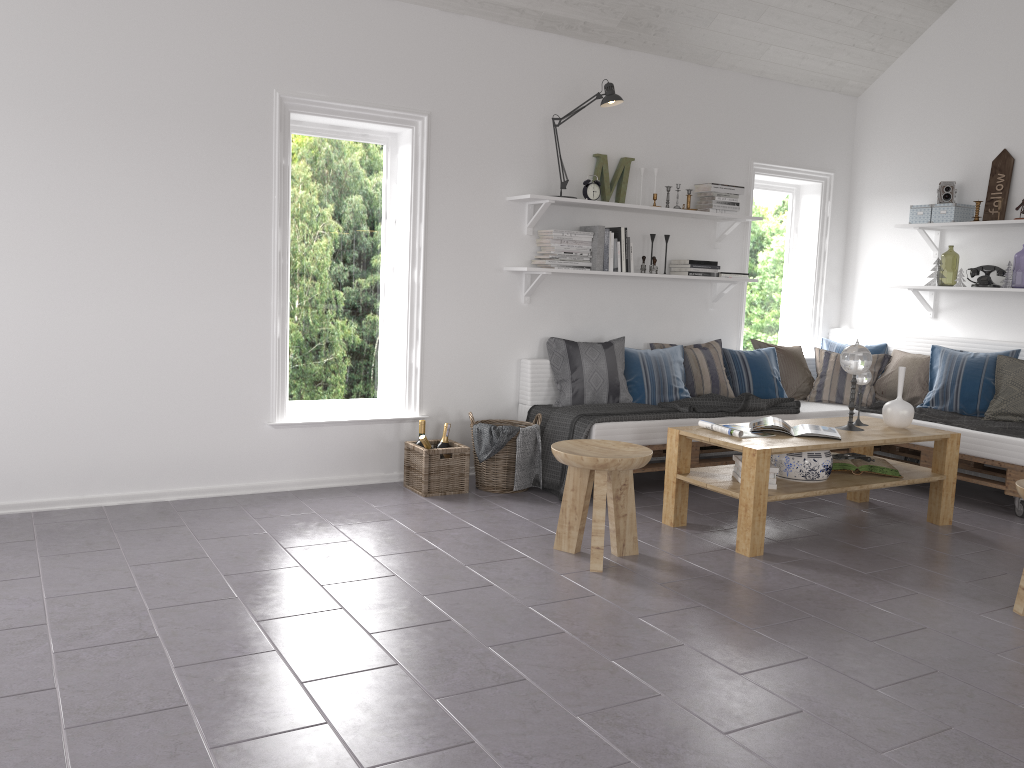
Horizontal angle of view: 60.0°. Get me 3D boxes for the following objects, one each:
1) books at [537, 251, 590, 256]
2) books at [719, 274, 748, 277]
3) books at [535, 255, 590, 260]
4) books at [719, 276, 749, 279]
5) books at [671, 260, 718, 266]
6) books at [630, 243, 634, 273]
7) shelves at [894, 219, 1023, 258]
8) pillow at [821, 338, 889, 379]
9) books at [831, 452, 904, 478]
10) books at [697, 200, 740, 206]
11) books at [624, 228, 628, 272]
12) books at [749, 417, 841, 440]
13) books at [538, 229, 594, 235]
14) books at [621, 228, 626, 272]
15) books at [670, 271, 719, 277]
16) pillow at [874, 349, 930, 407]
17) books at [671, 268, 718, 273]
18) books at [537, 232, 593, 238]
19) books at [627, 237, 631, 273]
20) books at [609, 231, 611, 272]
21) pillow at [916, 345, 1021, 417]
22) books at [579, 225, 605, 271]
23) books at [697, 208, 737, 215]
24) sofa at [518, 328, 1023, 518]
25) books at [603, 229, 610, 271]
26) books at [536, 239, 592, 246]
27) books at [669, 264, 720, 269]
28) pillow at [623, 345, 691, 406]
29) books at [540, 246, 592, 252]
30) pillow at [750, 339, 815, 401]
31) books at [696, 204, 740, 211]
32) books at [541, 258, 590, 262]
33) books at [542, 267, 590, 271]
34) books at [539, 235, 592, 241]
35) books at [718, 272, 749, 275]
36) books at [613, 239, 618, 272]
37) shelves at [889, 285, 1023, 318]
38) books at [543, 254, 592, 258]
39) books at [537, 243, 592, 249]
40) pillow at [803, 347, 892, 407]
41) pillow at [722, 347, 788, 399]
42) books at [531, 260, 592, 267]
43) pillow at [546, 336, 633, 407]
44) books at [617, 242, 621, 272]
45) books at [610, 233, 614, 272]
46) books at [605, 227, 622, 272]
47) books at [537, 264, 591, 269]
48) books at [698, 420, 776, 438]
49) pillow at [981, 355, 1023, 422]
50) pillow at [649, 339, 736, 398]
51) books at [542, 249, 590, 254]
[{"bbox_3d":[0.312,-0.791,5.374,0.285,0.012,0.159,-1,8,-30],"label":"books"},{"bbox_3d":[1.441,-0.735,6.002,0.248,0.014,0.187,-2,8,-32],"label":"books"},{"bbox_3d":[0.302,-0.766,5.390,0.288,0.016,0.182,-1,8,-30],"label":"books"},{"bbox_3d":[1.445,-0.722,6.005,0.253,0.014,0.187,-1,8,-30],"label":"books"},{"bbox_3d":[1.203,-0.800,5.856,0.239,0.028,0.190,-1,7,-28],"label":"books"},{"bbox_3d":[0.703,-0.790,5.554,0.045,0.185,0.152,-1,8,-30],"label":"books"},{"bbox_3d":[3.182,-0.880,5.369,0.269,0.212,1.820,-1,8,-30],"label":"shelves"},{"bbox_3d":[2.440,-0.098,6.372,0.534,0.437,0.287,7,8,32],"label":"pillow"},{"bbox_3d":[1.772,0.404,4.623,0.445,0.079,0.301,4,7,10],"label":"books"},{"bbox_3d":[1.372,-1.199,5.901,0.238,0.024,0.152,-1,8,-30],"label":"books"},{"bbox_3d":[0.652,-0.835,5.534,0.048,0.274,0.210,-1,8,-30],"label":"books"},{"bbox_3d":[1.393,0.214,4.389,0.422,0.049,0.300,4,7,14],"label":"books"},{"bbox_3d":[0.322,-0.912,5.349,0.288,0.016,0.182,-1,8,-30],"label":"books"},{"bbox_3d":[0.633,-0.833,5.521,0.054,0.272,0.200,-1,8,-30],"label":"books"},{"bbox_3d":[1.207,-0.725,5.870,0.258,0.032,0.191,-1,7,-28],"label":"books"},{"bbox_3d":[2.644,-0.017,5.885,0.366,0.381,0.521,-2,8,-34],"label":"pillow"},{"bbox_3d":[1.204,-0.752,5.857,0.242,0.023,0.191,-2,8,-32],"label":"books"},{"bbox_3d":[0.321,-0.898,5.363,0.288,0.016,0.182,-1,8,-30],"label":"books"},{"bbox_3d":[0.680,-0.806,5.539,0.047,0.219,0.171,-1,8,-30],"label":"books"},{"bbox_3d":[0.545,-0.816,5.472,0.019,0.243,0.205,-1,8,-30],"label":"books"},{"bbox_3d":[2.841,-0.020,5.523,0.526,0.428,0.311,8,8,38],"label":"pillow"},{"bbox_3d":[0.484,-0.829,5.431,0.050,0.271,0.200,-1,8,-30],"label":"books"},{"bbox_3d":[1.349,-1.140,5.906,0.239,0.032,0.172,-1,8,-30],"label":"books"},{"bbox_3d":[1.770,0.179,5.287,2.855,0.932,2.017,-1,8,-30],"label":"sofa"},{"bbox_3d":[0.527,-0.822,5.454,0.046,0.257,0.193,-1,8,-30],"label":"books"},{"bbox_3d":[0.311,-0.858,5.382,0.296,0.028,0.180,-1,8,-30],"label":"books"},{"bbox_3d":[1.208,-0.775,5.866,0.258,0.023,0.212,-1,8,-30],"label":"books"},{"bbox_3d":[0.883,-0.041,5.594,0.525,0.401,0.331,1,7,-11],"label":"pillow"},{"bbox_3d":[0.327,-0.819,5.382,0.263,0.017,0.167,-1,8,-30],"label":"books"},{"bbox_3d":[1.933,-0.091,6.244,0.545,0.438,0.334,-1,7,-25],"label":"pillow"},{"bbox_3d":[1.367,-1.170,5.899,0.239,0.032,0.172,-1,8,-30],"label":"books"},{"bbox_3d":[0.323,-0.751,5.387,0.254,0.013,0.161,-1,8,-30],"label":"books"},{"bbox_3d":[0.324,-0.700,5.387,0.254,0.012,0.161,-1,8,-30],"label":"books"},{"bbox_3d":[0.321,-0.880,5.366,0.273,0.021,0.174,-1,8,-30],"label":"books"},{"bbox_3d":[1.440,-0.749,6.007,0.251,0.012,0.202,-1,7,-29],"label":"books"},{"bbox_3d":[0.601,-0.793,5.470,0.044,0.203,0.141,-1,8,-30],"label":"books"},{"bbox_3d":[3.165,-0.473,5.416,0.269,0.212,1.820,-1,8,-30],"label":"shelves"},{"bbox_3d":[0.334,-0.778,5.379,0.256,0.013,0.161,-1,8,-30],"label":"books"},{"bbox_3d":[0.313,-0.837,5.387,0.288,0.016,0.182,-1,8,-30],"label":"books"},{"bbox_3d":[2.308,-0.034,6.112,0.516,0.392,0.358,6,7,29],"label":"pillow"},{"bbox_3d":[1.610,-0.043,5.981,0.523,0.408,0.341,1,7,-14],"label":"pillow"},{"bbox_3d":[0.299,-0.732,5.375,0.331,0.025,0.176,-1,8,-30],"label":"books"},{"bbox_3d":[0.472,-0.068,5.403,0.534,0.444,0.301,1,7,-14],"label":"pillow"},{"bbox_3d":[0.624,-0.785,5.480,0.042,0.185,0.125,-1,8,-30],"label":"books"},{"bbox_3d":[0.559,-0.813,5.481,0.031,0.236,0.200,-1,8,-30],"label":"books"},{"bbox_3d":[0.619,-0.833,5.510,0.038,0.274,0.200,-1,8,-30],"label":"books"},{"bbox_3d":[0.313,-0.712,5.375,0.285,0.012,0.159,-1,8,-30],"label":"books"},{"bbox_3d":[1.092,0.216,4.317,0.229,0.043,0.300,-1,7,-26],"label":"books"},{"bbox_3d":[3.067,0.053,5.167,0.519,0.395,0.334,7,8,37],"label":"pillow"},{"bbox_3d":[1.199,-0.074,5.808,0.546,0.438,0.316,0,7,-18],"label":"pillow"},{"bbox_3d":[0.325,-0.802,5.373,0.254,0.012,0.161,-1,8,-30],"label":"books"}]
